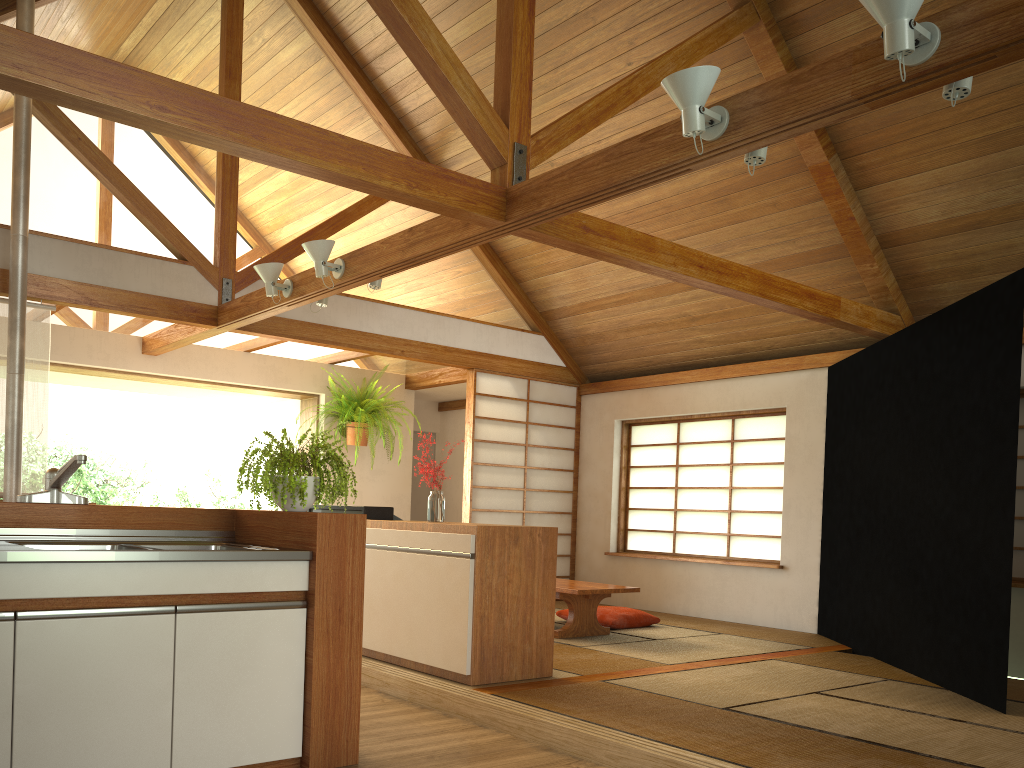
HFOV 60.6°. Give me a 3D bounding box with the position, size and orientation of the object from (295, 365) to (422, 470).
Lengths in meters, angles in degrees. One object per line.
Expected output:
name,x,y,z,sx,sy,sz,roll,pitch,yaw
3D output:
object,-1.398,0.346,8.367,1.130,1.125,1.196,-2,-6,44

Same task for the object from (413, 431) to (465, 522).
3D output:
object,-0.425,0.506,4.791,0.223,0.499,0.240,2,-1,-33

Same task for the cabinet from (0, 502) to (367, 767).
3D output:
cabinet,-1.834,0.785,2.615,2.614,0.877,0.899,8,-7,-38

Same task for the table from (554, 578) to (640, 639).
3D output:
table,0.213,1.549,6.138,0.564,0.334,1.289,7,-9,-39

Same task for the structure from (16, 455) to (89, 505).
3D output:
structure,-1.587,0.325,3.015,0.232,0.174,0.422,4,-7,-23

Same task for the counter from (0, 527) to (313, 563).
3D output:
counter,-1.837,0.496,2.481,2.427,0.168,0.661,9,-10,-38

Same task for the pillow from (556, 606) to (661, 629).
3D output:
pillow,0.708,1.733,6.546,0.523,0.131,0.602,9,-10,-40

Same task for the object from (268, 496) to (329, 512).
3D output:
object,-1.536,0.845,6.138,0.510,0.375,0.563,1,-6,11

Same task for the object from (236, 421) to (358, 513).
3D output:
object,-0.805,0.317,3.284,0.438,0.350,0.515,3,-6,-15

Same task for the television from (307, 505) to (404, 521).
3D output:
television,-0.875,1.005,5.261,0.460,0.537,0.686,4,-5,-39

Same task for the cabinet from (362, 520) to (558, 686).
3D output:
cabinet,-0.904,1.176,5.246,0.522,0.735,2.840,4,-7,-40
